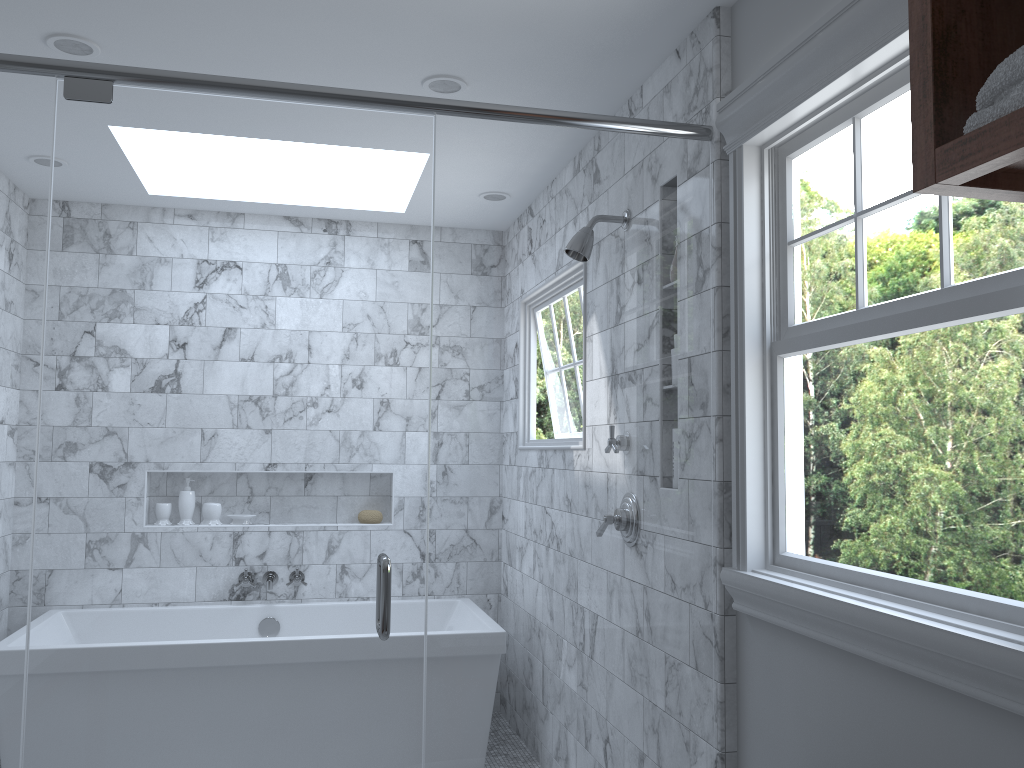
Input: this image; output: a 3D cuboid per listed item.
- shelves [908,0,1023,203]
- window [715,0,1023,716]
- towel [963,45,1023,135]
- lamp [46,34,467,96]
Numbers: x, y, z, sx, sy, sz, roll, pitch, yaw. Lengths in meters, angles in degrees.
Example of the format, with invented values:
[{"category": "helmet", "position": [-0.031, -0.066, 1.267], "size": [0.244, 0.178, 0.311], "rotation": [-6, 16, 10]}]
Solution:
[{"category": "shelves", "position": [0.718, -0.523, 0.783], "size": [0.357, 0.566, 0.647], "rotation": [2, -4, -13]}, {"category": "window", "position": [0.698, -0.118, 1.706], "size": [0.149, 1.248, 1.040], "rotation": [2, -4, -13]}, {"category": "towel", "position": [0.659, -0.318, 0.884], "size": [0.283, 0.112, 0.305], "rotation": [2, -4, -13]}, {"category": "lamp", "position": [-0.838, -0.928, 3.221], "size": [1.976, 0.050, 1.289], "rotation": [2, -4, -13]}]
